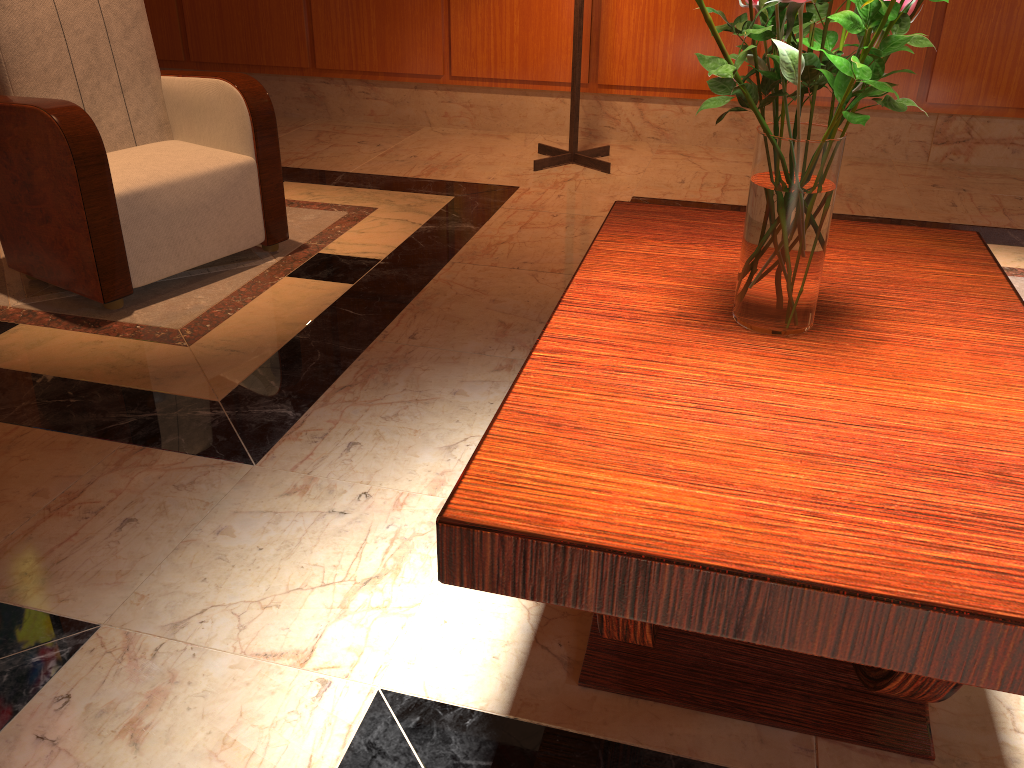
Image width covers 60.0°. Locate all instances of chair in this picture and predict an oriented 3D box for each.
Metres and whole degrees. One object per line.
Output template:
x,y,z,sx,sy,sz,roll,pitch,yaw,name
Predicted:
-1.238,-0.848,2.826,0.632,0.945,0.746,17,32,30,chair

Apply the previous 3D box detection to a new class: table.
0.419,0.152,1.440,0.725,0.526,1.185,8,29,13,table

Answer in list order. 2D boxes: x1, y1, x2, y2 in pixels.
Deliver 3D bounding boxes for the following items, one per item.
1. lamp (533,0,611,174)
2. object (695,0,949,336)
0.296,-1.764,3.868,0.360,1.634,0.535,3,27,4,lamp
0.399,-0.356,1.210,0.328,0.586,0.354,18,32,31,object
